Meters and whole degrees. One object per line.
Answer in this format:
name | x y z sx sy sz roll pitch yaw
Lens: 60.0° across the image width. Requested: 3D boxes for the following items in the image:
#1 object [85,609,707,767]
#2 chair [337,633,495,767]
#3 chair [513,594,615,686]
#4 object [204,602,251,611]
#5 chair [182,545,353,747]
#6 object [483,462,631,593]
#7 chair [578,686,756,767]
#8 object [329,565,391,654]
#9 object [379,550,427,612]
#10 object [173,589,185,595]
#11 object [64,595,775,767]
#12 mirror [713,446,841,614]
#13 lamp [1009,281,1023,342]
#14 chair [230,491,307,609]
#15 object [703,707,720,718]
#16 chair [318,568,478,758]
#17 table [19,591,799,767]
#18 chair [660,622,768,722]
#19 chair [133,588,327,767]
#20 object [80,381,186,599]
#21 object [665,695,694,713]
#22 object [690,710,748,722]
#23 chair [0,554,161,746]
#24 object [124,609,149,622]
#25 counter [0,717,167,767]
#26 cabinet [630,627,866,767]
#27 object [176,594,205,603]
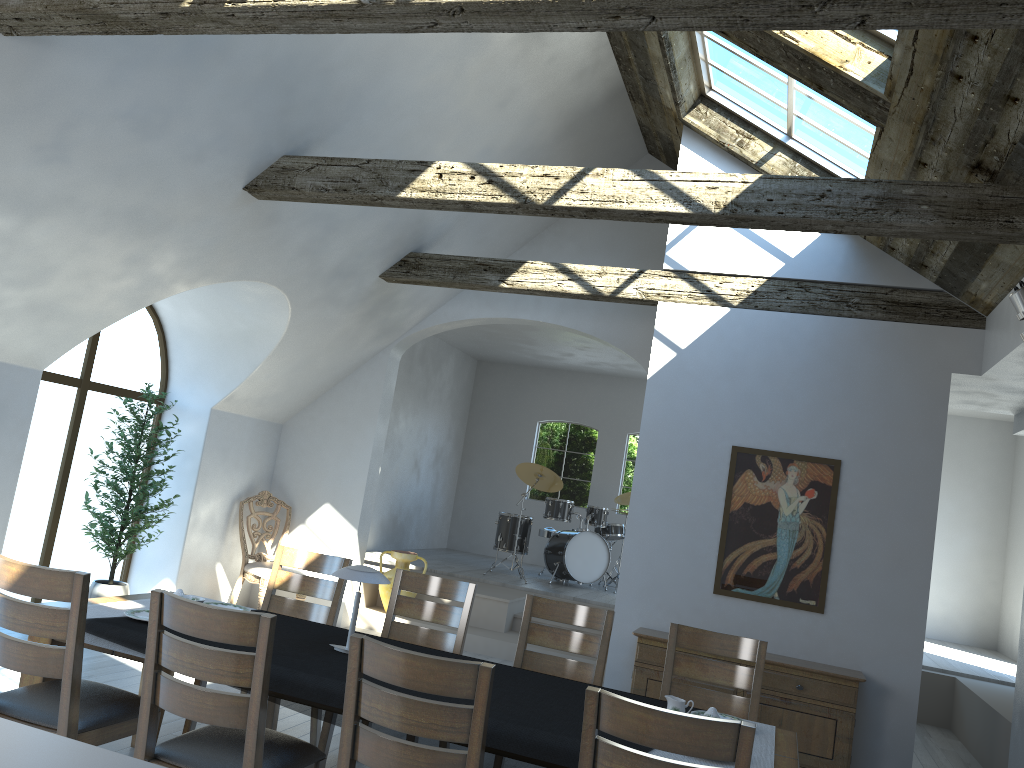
object | -0.425 1.271 3.619 2.456 0.227 1.073 7 -7 18
chair | -0.278 1.331 2.845 0.514 1.006 0.605 7 -7 18
chair | 0.146 1.568 4.235 0.514 1.006 0.605 7 -7 18
object | -1.367 1.066 4.201 0.250 0.017 0.253 7 -7 18
chair | -1.261 1.397 4.694 0.514 1.006 0.605 7 -7 18
object | 0.656 1.792 11.216 2.354 1.383 1.465 13 -8 -27
chair | 0.426 1.416 2.616 0.514 1.006 0.605 7 -7 18
object | -0.657 0.946 3.734 0.251 0.362 0.251 3 -9 41
object | -1.107 1.959 8.740 0.402 0.605 0.396 12 -8 -25
object | -1.528 0.984 4.058 0.064 0.092 0.064 4 -9 36
object | -0.419 1.199 3.626 2.872 0.077 1.050 7 -7 18
mirror | 1.835 0.994 6.149 0.736 1.047 0.009 7 -7 18
lamp | 2.548 -0.349 4.276 0.265 0.386 0.235 3 -9 39
chair | -2.219 1.599 8.212 0.655 1.159 0.552 3 -9 43
object | 0.751 1.264 3.339 0.064 0.092 0.064 10 -7 -4
chair | -0.557 1.483 4.465 0.514 1.006 0.605 7 -7 18
table | -0.489 1.523 3.588 3.078 0.737 0.939 7 -7 18
chair | 0.850 1.654 4.006 0.514 1.006 0.605 7 -7 18
chair | -0.982 1.245 3.075 0.514 1.006 0.605 7 -7 18
object | -3.054 0.931 7.079 0.718 1.920 0.737 4 -9 37
object | 0.631 1.248 3.388 0.100 0.098 0.071 11 -7 -13
object | 0.830 1.335 3.502 0.250 0.017 0.253 7 -7 18
chair | -1.686 1.159 3.304 0.514 1.006 0.605 7 -7 18
object | -1.509 0.988 3.755 0.250 0.017 0.253 7 -7 18
counter | -1.043 1.076 1.240 1.029 0.879 1.029 7 -7 18
cabinet | 1.504 2.134 5.873 1.481 0.714 0.383 7 -7 18
object | -1.438 0.990 3.946 0.130 0.081 0.124 13 -8 -29
